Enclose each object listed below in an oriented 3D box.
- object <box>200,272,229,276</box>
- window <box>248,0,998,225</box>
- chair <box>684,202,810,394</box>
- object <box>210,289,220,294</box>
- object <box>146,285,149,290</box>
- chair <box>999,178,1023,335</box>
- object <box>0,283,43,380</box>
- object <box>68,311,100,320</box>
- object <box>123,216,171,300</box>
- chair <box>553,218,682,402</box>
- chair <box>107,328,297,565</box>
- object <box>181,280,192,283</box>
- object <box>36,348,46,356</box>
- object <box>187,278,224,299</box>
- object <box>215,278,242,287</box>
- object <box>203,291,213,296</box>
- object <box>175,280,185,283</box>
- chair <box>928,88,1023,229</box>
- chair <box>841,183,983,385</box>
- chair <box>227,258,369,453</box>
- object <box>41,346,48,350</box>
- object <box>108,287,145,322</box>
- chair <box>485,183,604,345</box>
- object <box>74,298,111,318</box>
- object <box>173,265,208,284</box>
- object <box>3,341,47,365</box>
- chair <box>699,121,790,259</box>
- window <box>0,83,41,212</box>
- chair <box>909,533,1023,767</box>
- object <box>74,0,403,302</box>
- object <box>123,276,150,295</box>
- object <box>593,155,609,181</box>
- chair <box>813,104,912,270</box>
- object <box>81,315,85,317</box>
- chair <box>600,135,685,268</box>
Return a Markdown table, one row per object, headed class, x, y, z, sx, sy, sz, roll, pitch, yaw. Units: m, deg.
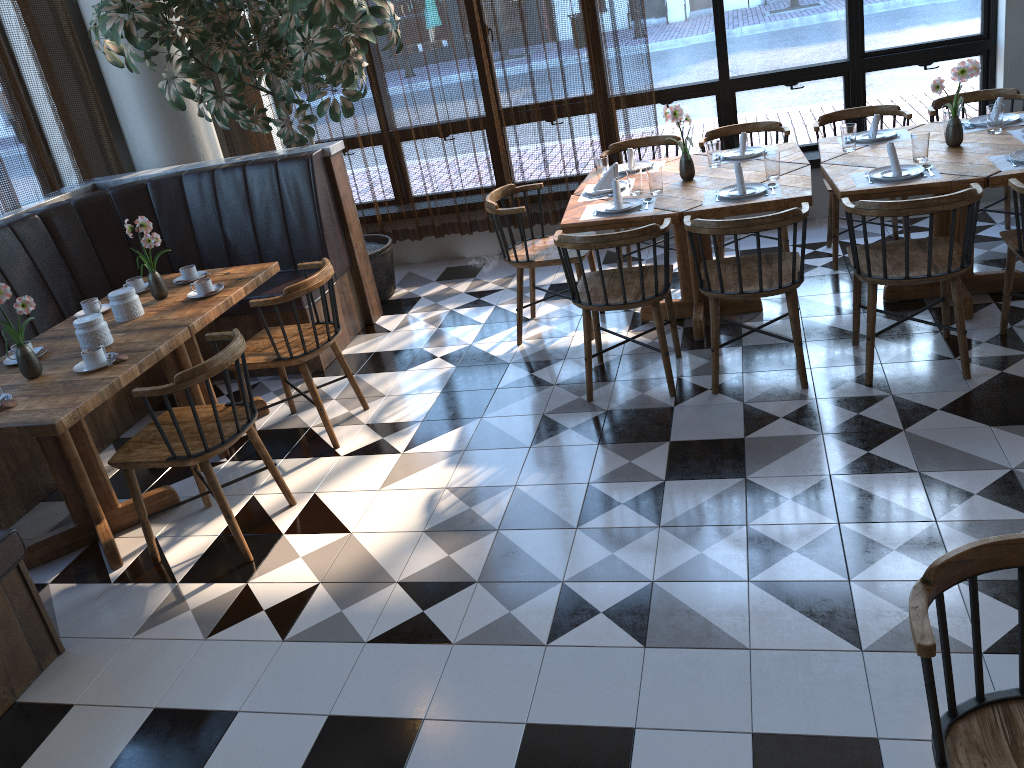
| class | x | y | z | sx | sy | sz | roll | pitch | yaw |
| --- | --- | --- | --- | --- | --- | --- | --- | --- | --- |
| object | -1.510 | -0.562 | 4.505 | 0.155 | 0.023 | 0.035 | -8 | 24 | 7 |
| window | 0.454 | -2.828 | 5.781 | 4.961 | 3.120 | 0.370 | -4 | 24 | 16 |
| chair | 1.075 | -0.422 | 3.974 | 0.519 | 0.805 | 0.558 | -4 | 24 | 16 |
| object | -1.402 | -0.436 | 4.183 | 0.050 | 0.023 | 0.053 | -6 | 25 | 12 |
| object | -1.836 | -0.497 | 4.495 | 0.052 | 0.023 | 0.051 | 8 | 30 | 36 |
| chair | 2.303 | -0.503 | 3.625 | 0.519 | 0.805 | 0.558 | -4 | 24 | 16 |
| object | -1.952 | -0.215 | 3.491 | 0.207 | 0.394 | 0.148 | -18 | 24 | -14 |
| object | -2.029 | -0.322 | 4.203 | 0.156 | 0.012 | 0.034 | -16 | 25 | -10 |
| object | -1.725 | -0.604 | 4.240 | 0.206 | 0.394 | 0.148 | -2 | 25 | 21 |
| chair | 0.522 | -0.385 | 4.131 | 0.519 | 0.805 | 0.558 | -4 | 24 | 16 |
| chair | -1.231 | 0.248 | 3.506 | 0.549 | 0.805 | 0.528 | -4 | 24 | 16 |
| object | -1.638 | -0.516 | 4.459 | 0.052 | 0.023 | 0.051 | -20 | 26 | -20 |
| object | -2.013 | -0.134 | 3.782 | 0.052 | 0.023 | 0.051 | 8 | 30 | 36 |
| object | -1.463 | -0.459 | 4.213 | 0.175 | 0.066 | 0.178 | -11 | 24 | 0 |
| object | -1.378 | -0.499 | 4.312 | 0.034 | 0.023 | 0.157 | 9 | 31 | 38 |
| object | -1.427 | -0.424 | 4.163 | 0.050 | 0.023 | 0.053 | -6 | 25 | 12 |
| object | -1.671 | -0.516 | 4.467 | 0.052 | 0.023 | 0.051 | -20 | 26 | -20 |
| chair | 2.628 | -1.183 | 4.964 | 0.519 | 0.805 | 0.558 | -4 | 24 | 16 |
| chair | 1.699 | -0.463 | 3.797 | 0.519 | 0.805 | 0.558 | -4 | 24 | 16 |
| chair | -1.043 | -0.138 | 4.265 | 0.549 | 0.805 | 0.528 | -4 | 24 | 16 |
| object | -2.021 | -0.144 | 3.814 | 0.052 | 0.023 | 0.051 | 8 | 30 | 36 |
| object | -1.775 | -0.366 | 4.070 | 0.130 | 0.127 | 0.131 | -23 | 26 | -26 |
| chair | 0.195 | -0.688 | 4.931 | 0.549 | 0.805 | 0.528 | -4 | 24 | 16 |
| object | -2.018 | -0.369 | 4.252 | 0.177 | 0.066 | 0.177 | -23 | 27 | -25 |
| object | -1.645 | -0.562 | 4.515 | 0.175 | 0.066 | 0.178 | -8 | 24 | 7 |
| object | -2.082 | -0.137 | 3.778 | 0.176 | 0.066 | 0.178 | 1 | 27 | 25 |
| chair | 1.418 | -1.102 | 5.307 | 0.519 | 0.805 | 0.558 | -4 | 24 | 16 |
| window | 2.529 | -2.512 | 4.201 | 15.142 | 3.119 | 4.556 | -14 | 24 | -6 |
| chair | 0.964 | 0.744 | 1.483 | 0.519 | 0.805 | 0.558 | -4 | 24 | 16 |
| object | -1.514 | -1.680 | 5.468 | 1.763 | 2.740 | 1.494 | -21 | 25 | -22 |
| object | -1.906 | -0.500 | 4.491 | 0.176 | 0.066 | 0.178 | 3 | 27 | 28 |
| object | 0.496 | -1.180 | 4.862 | 0.080 | 0.130 | 0.081 | -10 | 23 | 2 |
| chair | 2.042 | -1.143 | 5.130 | 0.519 | 0.805 | 0.558 | -4 | 24 | 16 |
| object | -2.014 | -0.307 | 4.168 | 0.053 | 0.025 | 0.050 | -13 | 24 | -5 |
| chair | 0.847 | -1.064 | 5.469 | 0.519 | 0.805 | 0.558 | -4 | 24 | 16 |
